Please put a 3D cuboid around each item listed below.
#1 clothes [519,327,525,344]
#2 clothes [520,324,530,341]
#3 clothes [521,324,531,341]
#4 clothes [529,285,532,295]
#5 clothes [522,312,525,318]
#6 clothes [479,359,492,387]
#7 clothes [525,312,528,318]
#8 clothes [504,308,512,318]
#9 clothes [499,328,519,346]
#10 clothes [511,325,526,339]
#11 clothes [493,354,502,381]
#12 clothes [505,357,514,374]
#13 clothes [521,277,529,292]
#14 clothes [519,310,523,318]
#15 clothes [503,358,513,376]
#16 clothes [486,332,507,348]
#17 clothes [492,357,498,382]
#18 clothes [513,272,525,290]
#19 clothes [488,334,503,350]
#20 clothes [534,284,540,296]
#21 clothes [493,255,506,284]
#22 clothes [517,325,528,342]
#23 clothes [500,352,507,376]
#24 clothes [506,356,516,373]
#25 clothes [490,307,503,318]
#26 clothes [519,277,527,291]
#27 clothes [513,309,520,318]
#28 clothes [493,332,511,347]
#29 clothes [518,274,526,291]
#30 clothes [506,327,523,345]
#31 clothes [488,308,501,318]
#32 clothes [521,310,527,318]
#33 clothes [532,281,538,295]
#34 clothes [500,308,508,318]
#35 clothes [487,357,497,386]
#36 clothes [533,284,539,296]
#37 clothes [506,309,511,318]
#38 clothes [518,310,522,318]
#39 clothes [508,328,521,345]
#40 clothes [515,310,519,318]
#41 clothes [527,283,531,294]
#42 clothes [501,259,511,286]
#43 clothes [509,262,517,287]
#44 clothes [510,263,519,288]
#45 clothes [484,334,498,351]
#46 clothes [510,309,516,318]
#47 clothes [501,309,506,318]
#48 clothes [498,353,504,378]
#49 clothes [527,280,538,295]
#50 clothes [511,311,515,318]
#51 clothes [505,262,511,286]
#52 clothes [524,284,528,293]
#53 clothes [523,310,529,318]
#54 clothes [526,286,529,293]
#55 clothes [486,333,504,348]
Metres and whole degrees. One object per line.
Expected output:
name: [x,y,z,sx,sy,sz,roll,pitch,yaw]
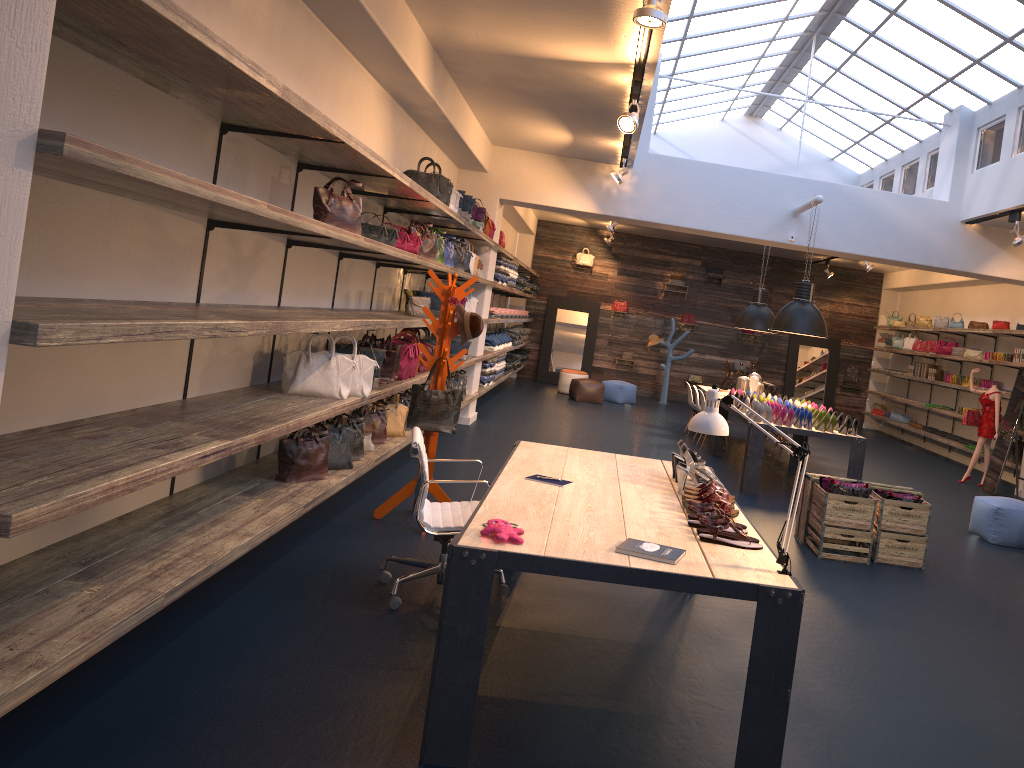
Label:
clothes: [0.041,-0.924,16.407,0.402,0.317,0.348,8,3,-13]
clothes: [0.171,-1.065,17.972,0.332,0.341,0.400,9,3,8]
clothes: [0.214,-1.099,18.414,0.332,0.341,0.400,9,3,8]
clothes: [0.200,-1.919,17.179,0.420,0.251,0.345,8,3,-2]
clothes: [0.087,-1.400,17.294,0.335,0.159,0.334,10,4,22]
clothes: [-0.439,-0.175,12.144,0.250,0.410,0.324,9,2,8]
clothes: [0.158,-1.455,18.015,0.335,0.159,0.334,10,4,22]
clothes: [-0.146,-1.205,14.687,0.324,0.154,0.348,8,4,-4]
clothes: [-0.065,-0.827,15.239,0.384,0.302,0.342,8,3,-11]
clothes: [0.084,-0.998,17.089,0.332,0.341,0.400,9,3,8]
clothes: [-0.325,-0.271,13.198,0.261,0.455,0.344,9,2,15]
clothes: [-0.165,-0.324,14.821,0.376,0.299,0.312,8,3,-11]
clothes: [0.097,-1.802,15.477,0.347,0.299,0.312,9,3,7]
clothes: [0.069,-1.371,16.868,0.324,0.154,0.348,8,4,-4]
clothes: [-0.186,-0.298,14.495,0.369,0.299,0.328,9,3,3]
clothes: [-0.299,-0.710,13.947,0.426,0.240,0.428,8,4,0]
clothes: [-0.372,-0.227,12.823,0.250,0.410,0.324,9,2,8]
clothes: [0.012,-1.726,14.496,0.369,0.299,0.328,9,3,3]
clothes: [-0.380,-0.648,13.134,0.408,0.240,0.446,10,4,17]
clothes: [0.399,-2.035,18.548,0.347,0.299,0.312,9,3,7]
clothes: [-0.241,-1.604,12.145,0.250,0.410,0.324,9,2,8]
clothes: [0.128,-1.032,17.531,0.332,0.341,0.400,9,3,8]
clothes: [-0.257,-0.323,13.886,0.261,0.455,0.344,9,2,15]
clothes: [-0.133,-0.349,15.147,0.354,0.299,0.306,8,3,1]
clothes: [-0.289,-1.094,13.225,0.324,0.154,0.348,8,4,-4]
clothes: [0.065,-1.777,15.149,0.354,0.299,0.306,8,3,1]
clothes: [-0.002,-1.316,16.147,0.324,0.154,0.348,8,4,-4]
clothes: [-0.256,-0.744,14.390,0.408,0.240,0.446,10,4,17]
clothes: [0.033,-1.752,14.822,0.376,0.299,0.312,8,3,-11]
clothes: [0.013,-0.887,16.029,0.384,0.302,0.342,8,3,-11]
clothes: [-0.346,-1.066,12.889,0.335,0.159,0.334,10,4,22]
clothes: [0.144,-1.429,17.630,0.324,0.154,0.348,8,4,-4]
clothes: [0.335,-1.985,17.892,0.376,0.299,0.312,8,3,-11]
clothes: [-0.218,-1.149,13.946,0.324,0.154,0.348,8,4,-4]
clothes: [-0.378,-0.198,12.494,0.250,0.410,0.324,9,2,8]
clothes: [0.367,-2.010,18.219,0.354,0.299,0.306,8,3,1]
clothes: [-0.202,-1.177,14.351,0.335,0.159,0.334,10,4,22]
clothes: [0.012,-1.342,16.532,0.335,0.159,0.334,10,4,22]
clothes: [-0.036,-0.864,15.617,0.402,0.317,0.348,8,3,-13]
clothes: [-0.059,-1.287,15.811,0.335,0.159,0.334,10,4,22]
clothes: [0.159,-1.889,16.783,0.406,0.251,0.356,9,3,10]
clothes: [-0.181,-1.626,12.495,0.250,0.410,0.324,9,2,8]
clothes: [-0.095,-1.724,13.526,0.261,0.455,0.344,9,2,15]
clothes: [-0.059,-1.751,13.888,0.261,0.455,0.344,9,2,15]
clothes: [-0.422,-0.614,12.691,0.426,0.240,0.428,8,4,0]
clothes: [-0.075,-1.260,15.408,0.324,0.154,0.348,8,4,-4]
clothes: [-0.275,-1.120,13.610,0.335,0.159,0.334,10,4,22]
clothes: [-0.293,-0.296,13.525,0.261,0.455,0.344,9,2,15]
clothes: [0.314,-1.959,17.566,0.369,0.299,0.328,9,3,3]
clothes: [-0.132,-1.231,15.072,0.335,0.159,0.334,10,4,22]
clothes: [-0.174,-1.655,12.824,0.250,0.410,0.324,9,2,8]
clothes: [0.079,-1.827,15.970,0.406,0.251,0.356,9,3,10]
clothes: [0.215,-1.483,18.351,0.324,0.154,0.348,8,4,-4]
clothes: [0.120,-1.857,16.366,0.420,0.251,0.345,8,3,-2]
clothes: [-0.339,-0.679,13.536,0.426,0.240,0.428,8,4,0]
